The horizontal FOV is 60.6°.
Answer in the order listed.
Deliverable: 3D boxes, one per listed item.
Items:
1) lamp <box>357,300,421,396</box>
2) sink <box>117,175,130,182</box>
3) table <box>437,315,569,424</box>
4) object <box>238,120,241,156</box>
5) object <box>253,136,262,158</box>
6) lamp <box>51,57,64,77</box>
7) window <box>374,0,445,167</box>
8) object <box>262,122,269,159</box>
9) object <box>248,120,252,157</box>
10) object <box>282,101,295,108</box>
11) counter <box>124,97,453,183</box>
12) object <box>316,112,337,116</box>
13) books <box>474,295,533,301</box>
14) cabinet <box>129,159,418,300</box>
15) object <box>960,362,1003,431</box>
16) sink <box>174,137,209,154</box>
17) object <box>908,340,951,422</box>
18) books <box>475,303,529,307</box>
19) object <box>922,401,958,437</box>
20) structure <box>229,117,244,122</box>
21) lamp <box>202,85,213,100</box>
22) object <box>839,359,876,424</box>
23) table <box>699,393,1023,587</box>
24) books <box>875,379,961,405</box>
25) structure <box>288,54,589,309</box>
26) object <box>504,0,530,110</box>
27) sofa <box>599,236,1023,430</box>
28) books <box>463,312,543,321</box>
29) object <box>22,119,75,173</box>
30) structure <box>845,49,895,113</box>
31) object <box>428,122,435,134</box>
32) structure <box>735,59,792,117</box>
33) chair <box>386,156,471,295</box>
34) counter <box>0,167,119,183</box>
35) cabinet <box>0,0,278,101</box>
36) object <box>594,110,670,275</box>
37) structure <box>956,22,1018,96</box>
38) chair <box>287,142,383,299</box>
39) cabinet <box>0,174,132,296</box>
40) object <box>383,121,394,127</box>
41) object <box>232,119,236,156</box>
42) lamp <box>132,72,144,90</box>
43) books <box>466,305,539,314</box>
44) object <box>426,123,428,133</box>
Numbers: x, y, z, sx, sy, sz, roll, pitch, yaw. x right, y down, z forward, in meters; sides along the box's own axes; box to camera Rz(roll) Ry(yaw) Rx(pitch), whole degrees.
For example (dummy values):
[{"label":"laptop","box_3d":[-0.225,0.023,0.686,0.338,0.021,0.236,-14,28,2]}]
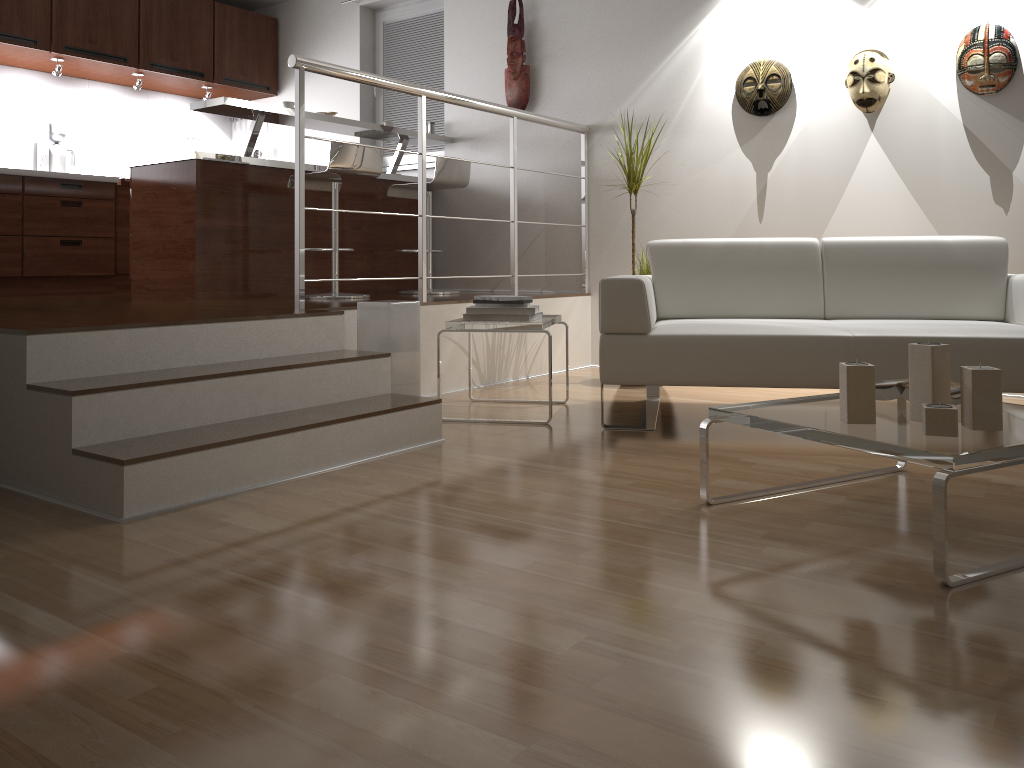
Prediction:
[{"label":"lamp","box_3d":[-0.513,-0.107,3.669,0.199,0.481,0.192,0,0,36]},{"label":"sink","box_3d":[-2.791,-1.426,6.546,0.601,0.199,0.604,5,8,36]},{"label":"table","box_3d":[-0.021,-0.083,3.761,0.464,0.399,0.554,0,5,11]},{"label":"object","box_3d":[-2.312,-2.067,7.437,0.033,0.377,0.008,-1,-2,36]},{"label":"object","box_3d":[-2.116,-2.058,7.313,0.091,0.365,0.043,-1,-1,35]},{"label":"lamp","box_3d":[-3.063,-2.132,5.900,0.080,0.124,0.080,-1,1,-14]},{"label":"window","box_3d":[-0.726,-2.241,6.548,0.843,1.268,0.142,1,0,36]},{"label":"object","box_3d":[-2.029,-2.037,7.222,0.071,0.382,0.024,-1,-2,36]},{"label":"object","box_3d":[-2.219,-2.057,7.362,0.106,0.378,0.020,-1,-1,36]},{"label":"object","box_3d":[-1.279,-1.596,5.034,0.079,0.046,0.067,-1,5,-10]},{"label":"counter","box_3d":[-1.271,-1.491,5.637,0.840,0.317,2.114,4,9,36]},{"label":"object","box_3d":[-1.128,-1.648,5.397,0.130,0.041,0.141,5,9,37]},{"label":"books","box_3d":[-0.037,-0.361,3.675,0.152,0.014,0.218,-5,9,-34]},{"label":"cabinet","box_3d":[-1.391,-0.947,5.576,0.634,0.748,1.858,1,6,36]},{"label":"object","box_3d":[1.068,0.025,1.993,0.067,0.151,0.067,0,0,6]},{"label":"sink","box_3d":[-2.406,-1.690,7.082,0.601,0.578,0.675,2,5,36]},{"label":"object","box_3d":[0.996,-0.010,2.089,0.067,0.196,0.067,0,-1,-29]},{"label":"books","box_3d":[-0.037,-0.332,3.674,0.216,0.014,0.153,0,8,5]},{"label":"object","box_3d":[0.942,0.073,1.928,0.067,0.074,0.067,1,3,21]},{"label":"structure","box_3d":[-2.181,-2.253,7.378,0.598,0.034,0.049,5,7,36]},{"label":"lamp","box_3d":[-2.381,-2.262,6.838,0.080,0.124,0.080,-1,1,-14]},{"label":"object","box_3d":[0.820,0.015,2.080,0.067,0.151,0.067,0,0,6]},{"label":"table","box_3d":[1.007,0.200,2.178,0.796,0.248,0.704,-4,8,-29]},{"label":"books","box_3d":[1.117,0.015,2.405,0.204,0.056,0.293,-6,9,-39]},{"label":"structure","box_3d":[-0.221,-0.962,4.531,0.057,1.048,2.336,-1,4,36]},{"label":"object","box_3d":[0.033,-2.138,5.742,0.151,0.790,0.150,0,-1,-9]},{"label":"sofa","box_3d":[1.270,-0.223,3.482,1.781,0.739,0.912,1,4,11]},{"label":"books","box_3d":[-0.036,-0.284,3.673,0.287,0.027,0.229,2,8,15]},{"label":"object","box_3d":[-3.252,-1.648,6.192,0.163,0.405,0.330,0,2,36]},{"label":"structure","box_3d":[1.793,-1.539,4.430,0.243,0.329,0.130,1,1,37]},{"label":"object","box_3d":[-0.562,-1.777,6.127,0.052,0.112,0.052,0,0,20]},{"label":"structure","box_3d":[1.360,-1.621,4.776,0.317,0.316,0.069,2,1,36]},{"label":"chair","box_3d":[-0.514,-0.996,5.543,0.425,0.848,0.387,0,0,32]},{"label":"counter","box_3d":[-3.606,-1.317,5.403,0.682,0.040,2.114,5,9,35]},{"label":"cabinet","box_3d":[-2.983,-2.568,6.322,0.651,0.633,2.733,2,7,36]},{"label":"object","box_3d":[0.645,-0.743,4.663,0.502,1.475,0.440,0,-1,-41]},{"label":"structure","box_3d":[2.240,-1.545,4.144,0.265,0.355,0.075,1,0,36]},{"label":"chair","box_3d":[-0.981,-0.906,4.900,0.425,0.848,0.388,0,0,40]},{"label":"cabinet","box_3d":[-3.192,-1.013,5.959,0.681,0.796,3.522,1,7,36]},{"label":"object","box_3d":[-0.806,-1.696,5.752,0.079,0.046,0.067,-2,5,-17]},{"label":"object","box_3d":[-2.375,-2.068,7.467,0.065,0.382,0.033,-1,-2,36]},{"label":"lamp","box_3d":[-2.722,-2.197,6.369,0.080,0.124,0.080,-1,1,-14]},{"label":"books","box_3d":[-0.037,-0.312,3.673,0.287,0.027,0.229,0,8,5]},{"label":"object","box_3d":[-0.614,-1.779,6.156,0.052,0.109,0.052,0,0,20]}]
